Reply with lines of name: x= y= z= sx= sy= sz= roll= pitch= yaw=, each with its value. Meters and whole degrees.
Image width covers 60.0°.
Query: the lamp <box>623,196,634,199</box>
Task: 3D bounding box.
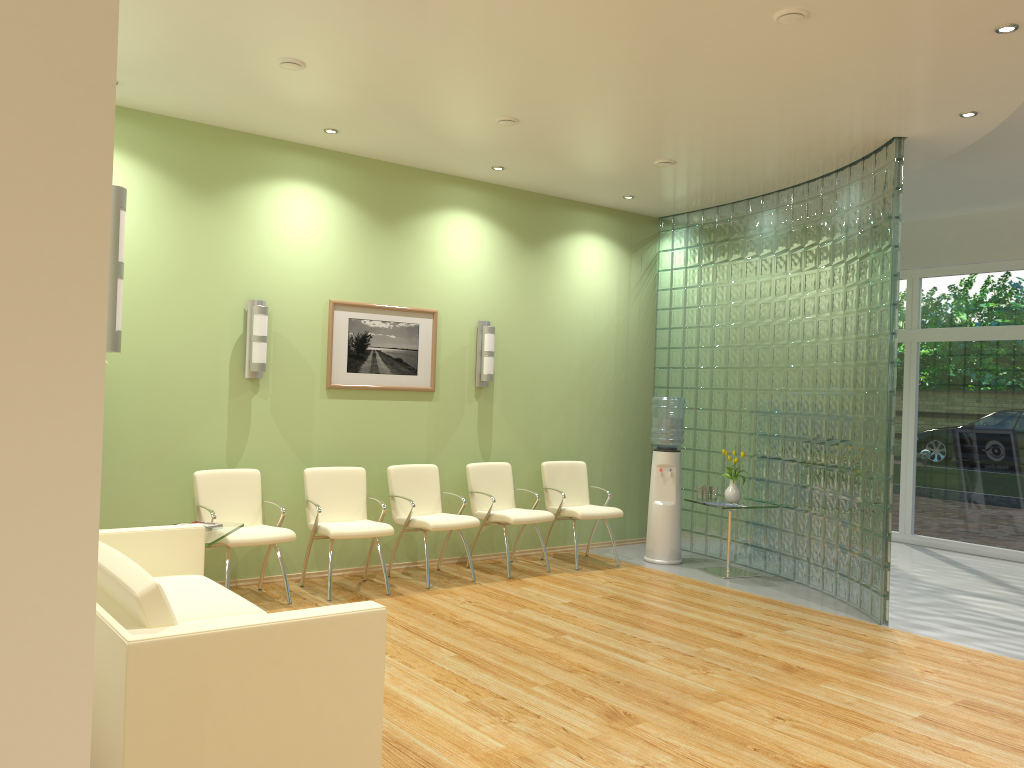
lamp: x=1.082 y=-1.731 z=8.229 sx=0.105 sy=0.011 sz=0.105 roll=2 pitch=0 yaw=34

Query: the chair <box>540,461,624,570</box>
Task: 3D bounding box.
chair: x=0.611 y=1.156 z=7.955 sx=0.536 sy=0.881 sz=0.650 roll=2 pitch=0 yaw=-32

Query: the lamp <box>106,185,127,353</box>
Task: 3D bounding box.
lamp: x=-1.209 y=-0.335 z=2.585 sx=0.142 sy=0.580 sz=0.134 roll=2 pitch=0 yaw=-37

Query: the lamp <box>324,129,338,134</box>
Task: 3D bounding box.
lamp: x=-1.311 y=-1.828 z=6.421 sx=0.105 sy=0.011 sz=0.105 roll=2 pitch=0 yaw=34

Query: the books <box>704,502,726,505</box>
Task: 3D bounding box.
books: x=1.759 y=1.019 z=7.569 sx=0.210 sy=0.004 sz=0.150 roll=2 pitch=0 yaw=-12

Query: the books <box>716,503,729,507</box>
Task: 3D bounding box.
books: x=1.812 y=1.020 z=7.498 sx=0.150 sy=0.004 sz=0.210 roll=2 pitch=0 yaw=28

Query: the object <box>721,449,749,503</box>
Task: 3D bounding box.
object: x=1.926 y=0.798 z=7.694 sx=0.219 sy=0.459 sz=0.201 roll=2 pitch=0 yaw=-7

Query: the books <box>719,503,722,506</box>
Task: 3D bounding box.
books: x=1.829 y=1.020 z=7.491 sx=0.150 sy=0.004 sz=0.210 roll=2 pitch=0 yaw=18

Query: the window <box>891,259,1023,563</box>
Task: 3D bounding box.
window: x=6.486 y=0.297 z=6.941 sx=0.092 sy=3.000 sz=9.401 roll=2 pitch=0 yaw=-37

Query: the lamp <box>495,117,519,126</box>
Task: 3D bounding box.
lamp: x=-0.034 y=-1.779 z=6.034 sx=0.167 sy=0.024 sz=0.167 roll=2 pitch=0 yaw=14

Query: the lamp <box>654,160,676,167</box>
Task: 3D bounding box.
lamp: x=1.204 y=-1.729 z=6.969 sx=0.167 sy=0.024 sz=0.167 roll=2 pitch=0 yaw=36

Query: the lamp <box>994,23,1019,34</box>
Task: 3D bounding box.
lamp: x=2.386 y=-1.711 z=4.277 sx=0.105 sy=0.011 sz=0.105 roll=2 pitch=0 yaw=23

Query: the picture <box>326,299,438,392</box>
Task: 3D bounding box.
picture: x=-1.041 y=-0.297 z=7.246 sx=1.000 sy=0.700 sz=0.025 roll=2 pitch=0 yaw=-37

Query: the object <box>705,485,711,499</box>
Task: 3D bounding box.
object: x=1.747 y=0.963 z=7.881 sx=0.071 sy=0.119 sz=0.072 roll=2 pitch=0 yaw=-37

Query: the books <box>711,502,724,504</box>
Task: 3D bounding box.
books: x=1.764 y=1.019 z=7.552 sx=0.210 sy=0.004 sz=0.150 roll=2 pitch=0 yaw=-22

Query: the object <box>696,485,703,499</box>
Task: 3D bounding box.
object: x=1.667 y=0.960 z=7.855 sx=0.071 sy=0.119 sz=0.072 roll=2 pitch=0 yaw=-37

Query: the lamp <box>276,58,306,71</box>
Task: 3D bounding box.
lamp: x=-1.271 y=-1.829 z=5.099 sx=0.167 sy=0.024 sz=0.167 roll=2 pitch=0 yaw=14

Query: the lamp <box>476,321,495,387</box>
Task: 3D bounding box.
lamp: x=-0.227 y=-0.265 z=7.788 sx=0.134 sy=0.580 sz=0.142 roll=2 pitch=0 yaw=-37

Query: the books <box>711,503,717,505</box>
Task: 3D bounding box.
books: x=1.784 y=1.019 z=7.521 sx=0.210 sy=0.004 sz=0.150 roll=2 pitch=-1 yaw=-42

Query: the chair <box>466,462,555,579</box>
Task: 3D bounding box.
chair: x=14.624 y=1.575 z=4.266 sx=30.806 sy=0.986 sz=0.748 roll=2 pitch=0 yaw=13

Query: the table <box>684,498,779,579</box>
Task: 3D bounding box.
table: x=1.887 y=1.333 z=7.703 sx=0.581 sy=0.614 sz=0.581 roll=2 pitch=0 yaw=-23

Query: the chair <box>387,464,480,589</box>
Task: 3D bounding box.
chair: x=14.302 y=1.562 z=4.016 sx=31.281 sy=0.986 sz=0.752 roll=2 pitch=0 yaw=11

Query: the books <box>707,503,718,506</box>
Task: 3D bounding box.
books: x=1.773 y=1.019 z=7.536 sx=0.210 sy=0.004 sz=0.150 roll=2 pitch=0 yaw=-32

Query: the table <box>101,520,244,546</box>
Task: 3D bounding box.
table: x=-2.065 y=1.177 z=5.258 sx=0.736 sy=0.614 sz=0.736 roll=2 pitch=0 yaw=-2

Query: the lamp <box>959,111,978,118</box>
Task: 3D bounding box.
lamp: x=2.858 y=-1.686 z=5.552 sx=0.105 sy=0.011 sz=0.105 roll=2 pitch=0 yaw=-21

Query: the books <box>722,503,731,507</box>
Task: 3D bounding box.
books: x=1.847 y=1.021 z=7.487 sx=0.150 sy=0.004 sz=0.210 roll=2 pitch=0 yaw=8

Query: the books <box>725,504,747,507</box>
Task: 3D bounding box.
books: x=1.883 y=1.022 z=7.489 sx=0.150 sy=0.004 sz=0.210 roll=2 pitch=0 yaw=-12

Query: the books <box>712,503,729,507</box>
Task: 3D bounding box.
books: x=1.797 y=1.020 z=7.508 sx=0.150 sy=0.004 sz=0.210 roll=2 pitch=0 yaw=38

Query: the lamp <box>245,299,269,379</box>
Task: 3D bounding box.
lamp: x=-1.876 y=-0.332 z=6.542 sx=0.134 sy=0.580 sz=0.142 roll=2 pitch=0 yaw=-37

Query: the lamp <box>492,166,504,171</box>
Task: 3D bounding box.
lamp: x=-0.115 y=-1.779 z=7.325 sx=0.105 sy=0.011 sz=0.105 roll=2 pitch=0 yaw=34

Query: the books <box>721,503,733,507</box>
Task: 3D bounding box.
books: x=1.865 y=1.022 z=7.486 sx=0.150 sy=0.004 sz=0.210 roll=2 pitch=0 yaw=-2

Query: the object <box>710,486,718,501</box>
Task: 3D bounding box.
object: x=1.776 y=0.963 z=7.806 sx=0.071 sy=0.119 sz=0.072 roll=2 pitch=0 yaw=-37

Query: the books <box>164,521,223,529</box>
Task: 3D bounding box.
books: x=-1.963 y=0.859 z=5.392 sx=0.230 sy=0.031 sz=0.328 roll=2 pitch=0 yaw=28

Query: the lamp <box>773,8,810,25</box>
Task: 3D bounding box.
lamp: x=1.332 y=-1.743 z=4.226 sx=0.167 sy=0.024 sz=0.167 roll=2 pitch=0 yaw=2

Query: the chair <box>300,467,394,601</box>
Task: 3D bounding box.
chair: x=-1.225 y=1.082 z=6.571 sx=0.536 sy=0.881 sz=0.650 roll=2 pitch=0 yaw=-32

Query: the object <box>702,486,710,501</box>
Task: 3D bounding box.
object: x=1.697 y=0.960 z=7.776 sx=0.071 sy=0.119 sz=0.072 roll=2 pitch=0 yaw=-37

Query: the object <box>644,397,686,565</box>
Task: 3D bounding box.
object: x=1.413 y=0.873 z=8.139 sx=0.353 sy=1.506 sz=0.353 roll=2 pitch=0 yaw=-30

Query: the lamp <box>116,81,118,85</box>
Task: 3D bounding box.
lamp: x=-2.507 y=-1.876 z=5.517 sx=0.105 sy=0.011 sz=0.105 roll=2 pitch=0 yaw=-11
